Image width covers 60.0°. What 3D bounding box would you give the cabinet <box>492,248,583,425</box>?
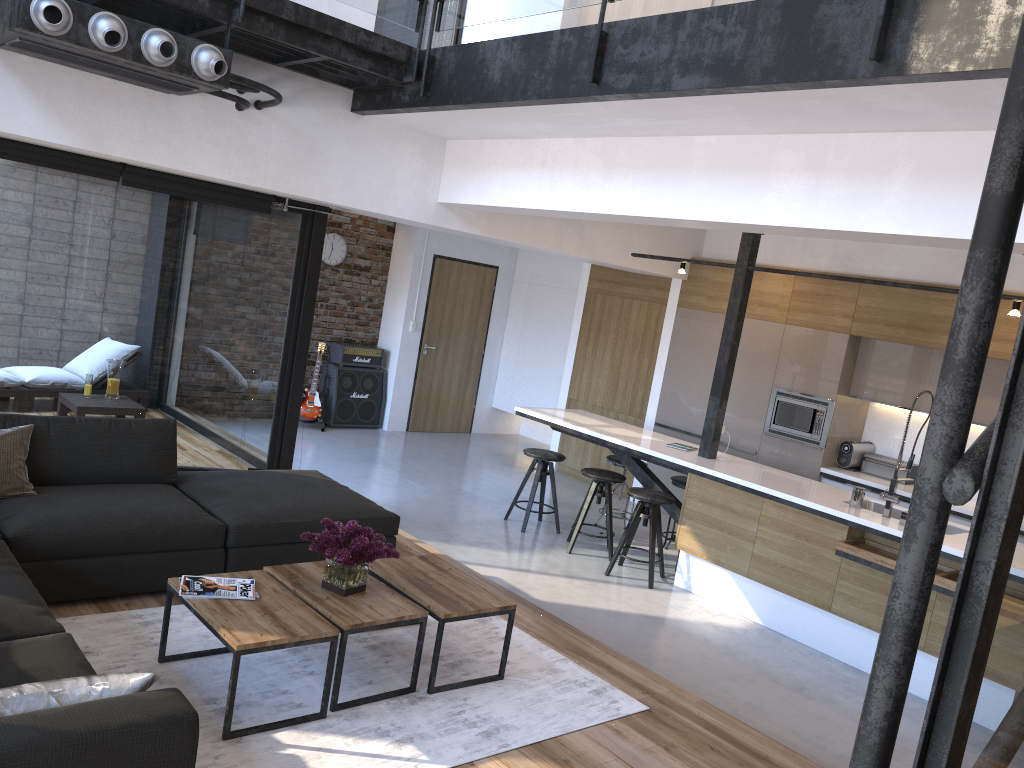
[{"bbox_3d":[0.479,-0.579,10.655,0.020,2.120,1.705,3,9,-42],"label":"cabinet"}]

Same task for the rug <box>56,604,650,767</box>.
[{"bbox_3d":[-0.711,1.203,3.774,2.114,0.003,1.633,4,8,-42],"label":"rug"}]

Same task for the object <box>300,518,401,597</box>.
[{"bbox_3d":[-0.675,0.687,3.681,0.375,0.343,0.341,4,9,-40],"label":"object"}]

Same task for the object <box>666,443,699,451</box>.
[{"bbox_3d":[1.318,0.490,6.872,0.187,0.013,0.240,14,7,33],"label":"object"}]

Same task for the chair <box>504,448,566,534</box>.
[{"bbox_3d":[0.216,0.867,7.283,0.367,0.631,0.366,6,8,-27],"label":"chair"}]

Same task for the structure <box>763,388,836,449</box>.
[{"bbox_3d":[2.589,0.297,7.706,0.397,0.398,0.595,4,9,-42],"label":"structure"}]

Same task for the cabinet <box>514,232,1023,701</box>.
[{"bbox_3d":[3.177,0.397,5.800,2.475,2.877,9.095,4,9,-42],"label":"cabinet"}]

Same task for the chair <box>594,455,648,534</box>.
[{"bbox_3d":[0.927,0.952,7.583,0.358,0.637,0.356,10,7,3],"label":"chair"}]

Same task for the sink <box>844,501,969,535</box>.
[{"bbox_3d":[2.478,0.945,5.635,0.406,0.203,0.704,4,8,-42],"label":"sink"}]

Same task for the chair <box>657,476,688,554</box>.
[{"bbox_3d":[1.392,1.082,7.121,0.357,0.637,0.357,13,8,26],"label":"chair"}]

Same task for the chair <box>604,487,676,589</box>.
[{"bbox_3d":[0.945,1.089,6.400,0.366,0.631,0.366,13,7,23],"label":"chair"}]

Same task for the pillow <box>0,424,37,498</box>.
[{"bbox_3d":[-2.477,0.358,4.063,0.547,0.309,0.272,4,9,-42],"label":"pillow"}]

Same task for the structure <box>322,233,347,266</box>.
[{"bbox_3d":[-2.021,-1.515,9.970,0.360,0.361,0.040,4,9,-42],"label":"structure"}]

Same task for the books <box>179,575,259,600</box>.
[{"bbox_3d":[-1.148,0.796,3.473,0.295,0.013,0.228,7,7,-21],"label":"books"}]

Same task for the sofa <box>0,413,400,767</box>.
[{"bbox_3d":[-1.391,0.748,3.613,3.000,0.702,3.037,4,8,-42],"label":"sofa"}]

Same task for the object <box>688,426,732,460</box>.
[{"bbox_3d":[1.560,0.417,6.818,0.214,0.247,0.416,7,7,-21],"label":"object"}]

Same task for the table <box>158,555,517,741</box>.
[{"bbox_3d":[-0.706,1.030,3.724,1.299,0.351,0.695,4,8,-42],"label":"table"}]

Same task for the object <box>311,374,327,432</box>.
[{"bbox_3d":[-2.222,0.188,9.825,0.389,0.589,0.330,9,7,-7],"label":"object"}]

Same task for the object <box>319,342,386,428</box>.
[{"bbox_3d":[-1.833,0.015,10.302,0.697,0.938,0.357,4,9,-42],"label":"object"}]

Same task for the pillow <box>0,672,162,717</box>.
[{"bbox_3d":[-1.139,0.818,2.149,0.499,0.266,0.211,4,9,-41],"label":"pillow"}]

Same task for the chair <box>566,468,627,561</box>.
[{"bbox_3d":[0.654,0.989,6.852,0.365,0.631,0.365,10,7,3],"label":"chair"}]

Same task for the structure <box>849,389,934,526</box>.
[{"bbox_3d":[2.406,0.433,5.362,0.392,0.814,0.506,9,7,-3],"label":"structure"}]

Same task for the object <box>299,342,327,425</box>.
[{"bbox_3d":[-2.201,-0.013,9.925,0.330,0.875,0.523,9,7,-8],"label":"object"}]

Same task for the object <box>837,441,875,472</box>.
[{"bbox_3d":[2.942,0.612,7.586,0.390,0.248,0.150,4,9,-42],"label":"object"}]

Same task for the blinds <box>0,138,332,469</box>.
[{"bbox_3d":[-2.395,-0.448,6.682,1.828,2.056,3.854,10,6,2],"label":"blinds"}]

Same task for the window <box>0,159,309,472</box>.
[{"bbox_3d":[-2.736,-0.419,6.028,2.450,2.054,0.100,7,8,-25],"label":"window"}]

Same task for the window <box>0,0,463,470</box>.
[{"bbox_3d":[-0.338,-1.234,2.538,5.666,5.577,13.367,4,9,-42],"label":"window"}]

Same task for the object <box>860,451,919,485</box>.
[{"bbox_3d":[3.132,0.691,7.492,0.240,0.175,0.546,4,9,-42],"label":"object"}]
